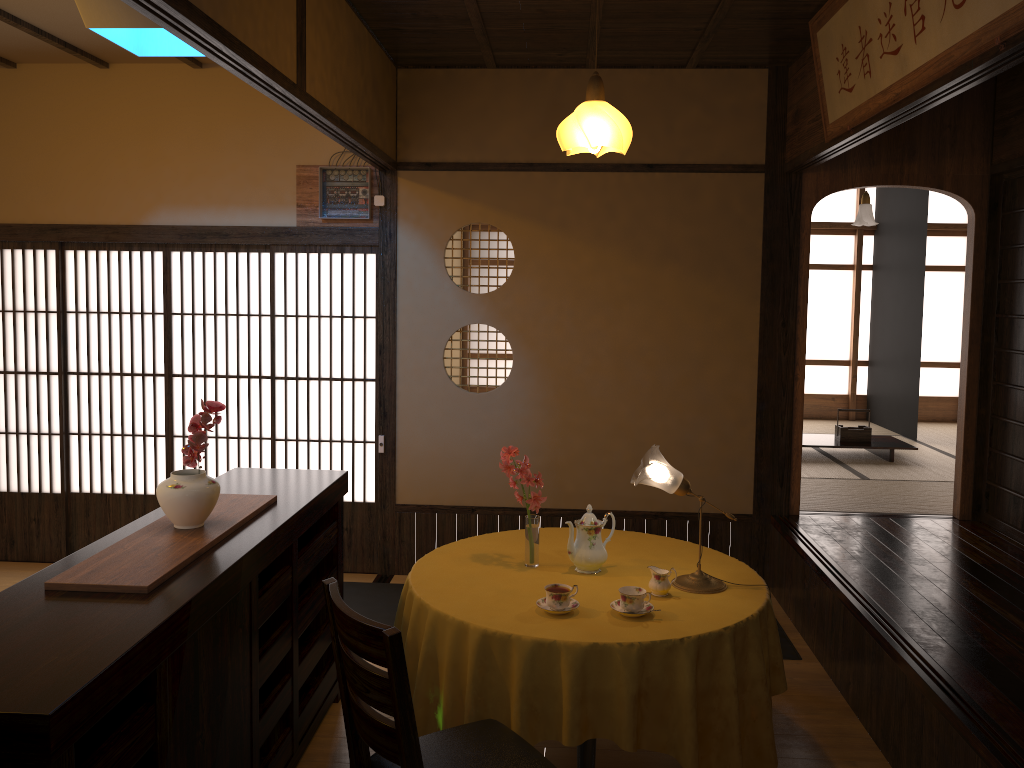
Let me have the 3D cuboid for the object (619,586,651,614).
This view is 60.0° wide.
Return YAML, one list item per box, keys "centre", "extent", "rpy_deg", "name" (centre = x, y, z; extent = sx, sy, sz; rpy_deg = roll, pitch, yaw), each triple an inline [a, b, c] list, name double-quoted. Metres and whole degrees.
- centre: [0.393, 0.705, 2.889]
  extent: [0.090, 0.076, 0.099]
  rpy_deg: [0, 5, -12]
  name: "object"

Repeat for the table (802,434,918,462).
- centre: [2.620, 0.519, 7.325]
  extent: [1.200, 0.118, 0.602]
  rpy_deg: [1, 6, 3]
  name: "table"

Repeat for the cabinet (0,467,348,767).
- centre: [-1.011, 0.956, 2.719]
  extent: [0.489, 0.969, 2.191]
  rpy_deg: [1, 6, 3]
  name: "cabinet"

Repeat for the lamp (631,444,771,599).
- centre: [0.676, 0.815, 3.196]
  extent: [0.512, 1.200, 0.198]
  rpy_deg: [1, 4, 4]
  name: "lamp"

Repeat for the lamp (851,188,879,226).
- centre: [2.866, -1.681, 7.158]
  extent: [0.196, 0.796, 0.225]
  rpy_deg: [2, 4, 11]
  name: "lamp"

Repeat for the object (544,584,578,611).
- centre: [0.155, 0.700, 2.906]
  extent: [0.099, 0.076, 0.090]
  rpy_deg: [4, 6, 28]
  name: "object"

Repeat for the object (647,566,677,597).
- centre: [0.517, 0.683, 3.084]
  extent: [0.083, 0.098, 0.078]
  rpy_deg: [-2, 6, -27]
  name: "object"

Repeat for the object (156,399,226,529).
- centre: [-0.995, 0.249, 2.829]
  extent: [0.189, 0.377, 0.322]
  rpy_deg: [2, 5, 12]
  name: "object"

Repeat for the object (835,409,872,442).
- centre: [2.811, 0.335, 7.300]
  extent: [0.260, 0.258, 0.150]
  rpy_deg: [1, 5, 3]
  name: "object"

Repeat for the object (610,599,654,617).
- centre: [0.392, 0.737, 2.896]
  extent: [0.144, 0.024, 0.144]
  rpy_deg: [-4, 7, -36]
  name: "object"

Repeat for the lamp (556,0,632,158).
- centre: [0.302, -1.234, 3.171]
  extent: [0.249, 0.808, 0.277]
  rpy_deg: [3, 5, 25]
  name: "lamp"

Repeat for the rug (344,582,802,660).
- centre: [-0.054, 1.243, 4.771]
  extent: [2.955, 0.005, 0.904]
  rpy_deg: [1, 6, 3]
  name: "rug"

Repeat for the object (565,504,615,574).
- centre: [0.294, 0.576, 3.334]
  extent: [0.163, 0.252, 0.154]
  rpy_deg: [2, 5, 16]
  name: "object"

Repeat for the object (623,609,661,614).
- centre: [0.416, 0.733, 2.849]
  extent: [0.126, 0.019, 0.029]
  rpy_deg: [2, 5, 7]
  name: "object"

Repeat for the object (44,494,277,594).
- centre: [-1.011, 0.460, 2.714]
  extent: [0.267, 0.020, 1.000]
  rpy_deg: [1, 6, 3]
  name: "object"

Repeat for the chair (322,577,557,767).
- centre: [-0.181, 1.012, 2.368]
  extent: [0.578, 0.958, 0.492]
  rpy_deg: [-2, 5, -32]
  name: "chair"

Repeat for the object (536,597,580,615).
- centre: [0.150, 0.732, 2.910]
  extent: [0.144, 0.024, 0.144]
  rpy_deg: [-4, 7, -36]
  name: "object"

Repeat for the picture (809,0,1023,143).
- centre: [1.396, -1.328, 3.197]
  extent: [0.117, 0.564, 2.049]
  rpy_deg: [1, 6, 3]
  name: "picture"

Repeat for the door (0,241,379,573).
- centre: [-2.125, 0.136, 5.483]
  extent: [2.648, 1.996, 0.066]
  rpy_deg: [1, 4, 3]
  name: "door"

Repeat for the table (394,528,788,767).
- centre: [0.269, 1.051, 3.321]
  extent: [1.444, 0.694, 1.446]
  rpy_deg: [1, 6, 4]
  name: "table"
